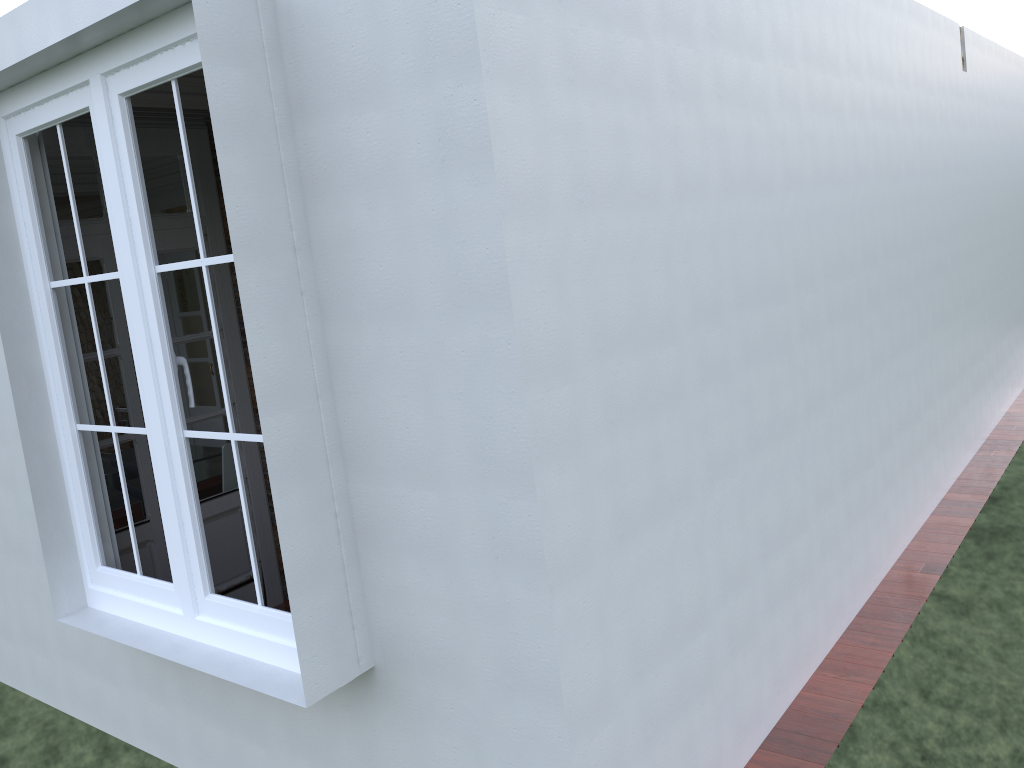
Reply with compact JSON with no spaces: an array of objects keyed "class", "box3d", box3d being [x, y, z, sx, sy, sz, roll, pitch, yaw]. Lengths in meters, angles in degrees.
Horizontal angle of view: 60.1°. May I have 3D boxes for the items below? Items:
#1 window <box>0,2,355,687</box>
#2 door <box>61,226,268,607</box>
[{"class":"window","box3d":[-1.184,-0.106,2.983,1.526,1.973,0.128,-2,9,38]},{"class":"door","box3d":[-1.855,0.317,4.529,0.041,2.168,1.169,-3,8,38]}]
